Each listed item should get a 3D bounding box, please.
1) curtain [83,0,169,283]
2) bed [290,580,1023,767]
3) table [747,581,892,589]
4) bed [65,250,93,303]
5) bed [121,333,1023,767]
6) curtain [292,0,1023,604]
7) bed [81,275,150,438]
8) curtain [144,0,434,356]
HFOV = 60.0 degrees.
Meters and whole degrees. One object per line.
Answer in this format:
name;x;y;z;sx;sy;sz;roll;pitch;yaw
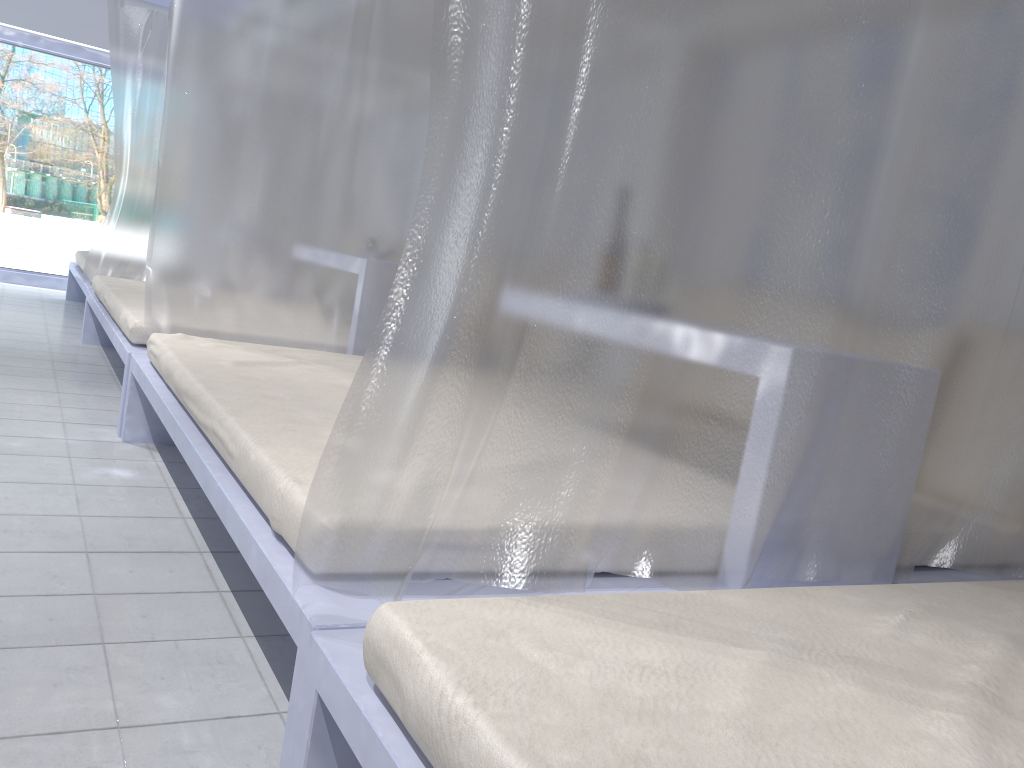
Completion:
curtain;-1.401;-1.228;5.309;2.050;1.552;0.151;6;8;-30
bed;1.116;0.700;0.697;2.016;0.427;2.200;6;8;-30
table;0.373;0.075;2.118;0.416;0.450;1.065;6;8;-30
bed;-2.025;-0.556;6.394;2.022;0.422;2.200;6;8;-30
bed;0.077;0.284;2.602;2.022;0.422;2.200;6;8;-30
curtain;0.701;-0.387;1.516;2.050;1.552;0.151;6;8;-30
bed;-0.986;-0.140;4.489;2.016;0.427;2.200;6;8;-30
curtain;-0.314;-0.782;3.427;1.998;1.559;0.125;6;8;-31
